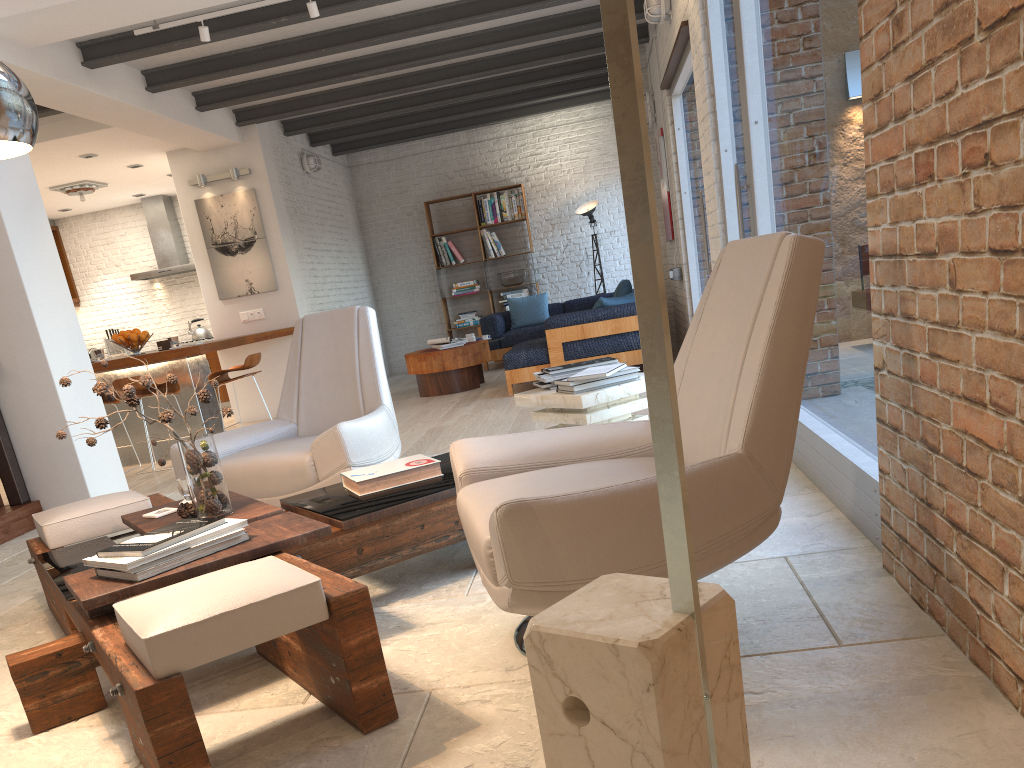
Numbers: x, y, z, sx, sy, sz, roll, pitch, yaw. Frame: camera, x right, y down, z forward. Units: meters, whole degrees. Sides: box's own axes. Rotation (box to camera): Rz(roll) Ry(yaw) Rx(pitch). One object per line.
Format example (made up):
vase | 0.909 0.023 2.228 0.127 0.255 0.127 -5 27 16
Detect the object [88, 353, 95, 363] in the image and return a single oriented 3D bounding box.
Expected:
object | -3.650 -0.231 7.605 0.115 0.085 0.090 -8 11 8

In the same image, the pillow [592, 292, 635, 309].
pillow | 0.942 -0.658 8.006 0.551 0.341 0.372 -15 12 -31

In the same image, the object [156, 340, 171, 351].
object | -2.987 -0.334 7.504 0.091 0.085 0.113 -18 13 -37

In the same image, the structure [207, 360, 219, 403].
structure | -4.329 -0.009 11.999 0.672 0.600 0.479 -8 12 8

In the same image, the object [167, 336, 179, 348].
object | -2.874 -0.356 7.411 0.091 0.088 0.087 -5 12 22

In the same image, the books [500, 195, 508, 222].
books | -0.098 -2.334 11.641 0.056 0.342 0.243 -7 13 7

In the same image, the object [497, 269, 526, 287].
object | 0.001 -1.438 11.930 0.388 0.209 0.401 -17 11 -40

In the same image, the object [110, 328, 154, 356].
object | -3.268 -0.361 7.528 0.359 0.230 0.357 -14 10 -27

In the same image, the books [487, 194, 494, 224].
books | -0.276 -2.336 11.668 0.036 0.398 0.233 -7 14 7

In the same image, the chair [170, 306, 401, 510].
chair | -0.990 0.186 4.279 1.032 1.056 0.930 -5 13 24

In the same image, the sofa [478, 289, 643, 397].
sofa | 0.542 -0.526 9.628 2.086 0.686 3.797 -9 7 7

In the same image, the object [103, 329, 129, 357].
object | -5.578 -0.586 12.236 0.323 0.390 0.063 -8 16 8

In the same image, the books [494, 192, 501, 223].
books | -0.184 -2.349 11.649 0.036 0.398 0.233 -7 14 7

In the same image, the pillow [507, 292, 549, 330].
pillow | 0.221 -0.940 11.182 0.557 0.425 0.213 -8 14 7

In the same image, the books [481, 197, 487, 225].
books | -0.357 -2.311 11.697 0.021 0.373 0.260 -7 13 7

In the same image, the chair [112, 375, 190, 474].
chair | -2.956 0.307 7.185 0.406 0.805 0.403 -8 14 7

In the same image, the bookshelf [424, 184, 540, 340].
bookshelf | -0.329 -1.445 11.927 1.322 2.288 0.348 -8 16 8

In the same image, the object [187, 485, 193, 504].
object | -1.132 0.408 3.204 0.092 0.085 0.112 -14 11 -20

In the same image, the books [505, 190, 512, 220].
books | -0.033 -2.376 11.650 0.036 0.398 0.233 -7 14 7

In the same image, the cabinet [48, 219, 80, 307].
cabinet | -6.508 -1.422 10.501 0.463 1.204 3.212 -8 8 7

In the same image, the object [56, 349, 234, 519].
object | -1.196 0.181 2.884 0.534 0.631 0.308 -14 15 -20

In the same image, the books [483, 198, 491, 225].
books | -0.318 -2.301 11.679 0.056 0.342 0.243 -7 13 7

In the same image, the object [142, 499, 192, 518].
object | -1.238 0.446 3.251 0.267 0.036 0.243 -12 7 -20

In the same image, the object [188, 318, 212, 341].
object | -4.203 -0.743 11.739 0.263 0.286 0.251 -3 13 28

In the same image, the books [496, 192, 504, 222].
books | -0.147 -2.356 11.654 0.036 0.398 0.233 -7 14 7

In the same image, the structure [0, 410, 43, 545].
structure | -3.710 -1.172 5.683 10.190 4.300 13.316 -9 7 7

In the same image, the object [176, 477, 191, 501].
object | -1.220 0.397 3.317 0.089 0.088 0.090 -17 13 -32

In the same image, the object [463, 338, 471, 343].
object | -0.513 -0.466 9.386 0.146 0.058 0.169 -10 8 -3

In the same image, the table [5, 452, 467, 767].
table | -0.733 0.574 3.111 1.925 0.446 2.178 -14 8 -31

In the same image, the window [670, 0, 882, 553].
window | 1.229 -3.122 5.126 0.650 6.638 11.850 -7 9 7

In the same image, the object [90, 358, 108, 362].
object | -3.612 -0.206 7.552 0.288 0.036 0.197 -9 7 8

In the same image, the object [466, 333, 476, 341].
object | -0.459 -0.499 9.671 0.108 0.112 0.103 -5 13 23

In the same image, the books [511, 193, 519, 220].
books | 0.051 -2.359 11.628 0.056 0.342 0.243 -7 13 7

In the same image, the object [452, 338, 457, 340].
object | -0.642 -0.524 10.227 0.187 0.095 0.186 -4 10 33

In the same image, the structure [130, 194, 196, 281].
structure | -4.627 -1.964 11.578 0.989 1.032 0.437 -8 14 8

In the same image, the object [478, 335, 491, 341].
object | -0.307 -0.517 9.836 0.155 0.059 0.261 -10 7 0

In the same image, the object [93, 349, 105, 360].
object | -3.547 -0.250 7.496 0.091 0.088 0.087 -9 11 5

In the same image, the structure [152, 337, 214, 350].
structure | -4.412 -0.568 11.910 0.814 0.033 0.567 -9 7 8

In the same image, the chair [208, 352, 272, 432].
chair | -2.308 0.146 7.610 0.424 0.805 0.386 -8 14 7

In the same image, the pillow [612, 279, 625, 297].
pillow | 1.318 -1.045 10.537 0.244 0.413 1.064 -8 8 6

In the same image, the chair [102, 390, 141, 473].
chair | -3.485 0.390 7.261 0.406 0.805 0.403 -8 14 7

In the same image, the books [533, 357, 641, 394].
books | 0.333 -0.035 3.812 0.387 0.082 0.551 -11 7 -9

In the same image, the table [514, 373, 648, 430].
table | 0.386 0.247 3.949 0.483 0.524 0.488 -17 14 -32

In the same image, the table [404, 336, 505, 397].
table | -0.658 -0.214 9.714 1.082 0.463 1.756 -8 7 13

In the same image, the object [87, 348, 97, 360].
object | -6.051 -0.398 12.293 0.346 0.166 0.240 -9 10 8

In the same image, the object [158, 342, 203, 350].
object | -2.861 -0.325 7.453 0.397 0.036 0.190 -8 7 12

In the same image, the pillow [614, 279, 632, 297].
pillow | 1.169 -0.895 9.251 0.255 0.432 1.164 -8 8 6

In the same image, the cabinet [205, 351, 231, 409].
cabinet | -5.106 -0.836 10.910 4.686 2.944 2.225 -14 13 -27

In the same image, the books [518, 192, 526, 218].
books | 0.148 -2.376 11.635 0.056 0.342 0.243 -7 13 7

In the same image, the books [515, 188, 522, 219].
books | 0.094 -2.394 11.619 0.036 0.398 0.233 -7 14 7

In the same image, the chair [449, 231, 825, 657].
chair | 0.338 0.177 2.385 0.979 1.037 0.992 -11 11 -8

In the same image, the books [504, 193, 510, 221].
books | -0.061 -2.356 11.645 0.021 0.373 0.260 -7 13 7

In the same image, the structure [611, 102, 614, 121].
structure | 1.167 -2.955 9.285 0.201 0.227 0.783 -8 7 7
